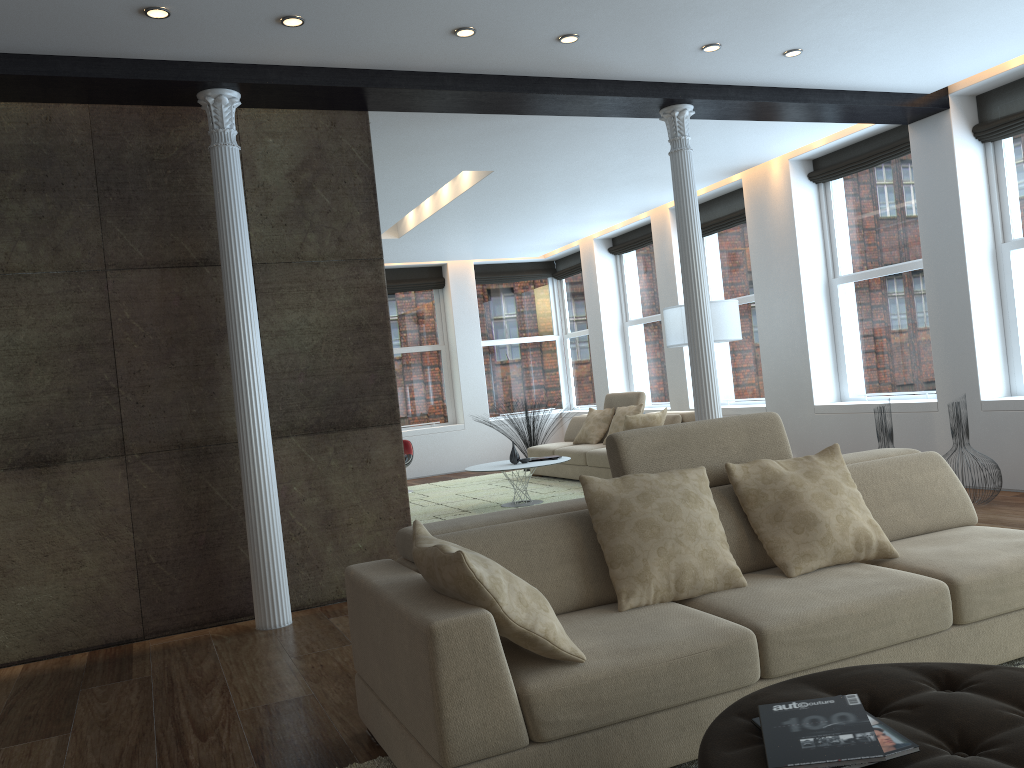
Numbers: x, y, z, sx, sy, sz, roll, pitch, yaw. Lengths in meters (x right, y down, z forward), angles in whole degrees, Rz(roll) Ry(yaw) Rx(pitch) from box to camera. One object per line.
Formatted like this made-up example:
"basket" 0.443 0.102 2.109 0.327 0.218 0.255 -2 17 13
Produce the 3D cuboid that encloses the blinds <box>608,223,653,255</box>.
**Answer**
"blinds" 1.640 -1.877 11.366 0.156 0.275 1.442 -6 0 -23

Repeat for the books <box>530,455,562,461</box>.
"books" 0.317 0.720 8.623 0.300 0.010 0.220 -6 0 -8

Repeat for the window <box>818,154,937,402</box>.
"window" 3.311 -0.976 7.836 0.123 2.400 1.391 -6 0 -23

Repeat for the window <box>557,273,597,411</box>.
"window" 4.413 -0.468 21.136 34.761 17.917 13.698 -6 0 -23

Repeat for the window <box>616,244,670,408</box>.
"window" 1.809 -0.815 11.391 0.123 2.400 1.444 -6 0 -23

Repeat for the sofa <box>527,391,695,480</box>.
"sofa" 1.122 0.588 9.978 1.018 0.950 2.581 -6 0 -23

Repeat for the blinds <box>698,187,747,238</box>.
"blinds" 2.343 -1.893 9.716 0.156 0.393 1.342 -6 0 -23

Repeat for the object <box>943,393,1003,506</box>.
"object" 3.151 0.456 6.212 0.458 0.781 0.458 -6 0 -24

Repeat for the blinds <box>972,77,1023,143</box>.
"blinds" 3.838 -2.053 6.139 0.183 0.395 1.431 -6 0 -23

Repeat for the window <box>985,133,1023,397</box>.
"window" 4.015 -1.052 6.169 0.123 2.400 1.432 -6 0 -23

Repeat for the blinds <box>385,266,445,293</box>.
"blinds" -1.656 -1.486 12.677 1.422 0.363 0.156 -6 0 -23

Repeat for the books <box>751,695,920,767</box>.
"books" 0.661 0.729 1.847 0.219 0.031 0.300 -6 0 -8

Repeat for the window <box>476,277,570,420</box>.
"window" 0.109 -0.635 13.478 1.474 2.400 0.123 -6 0 -23

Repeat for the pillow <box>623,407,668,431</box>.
"pillow" 1.299 0.460 8.956 0.518 0.393 0.395 -6 0 -26

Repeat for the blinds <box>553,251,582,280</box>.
"blinds" 0.937 -1.776 13.037 0.156 0.327 1.377 -6 0 -23

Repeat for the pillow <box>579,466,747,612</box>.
"pillow" 0.530 0.513 3.097 0.534 0.439 0.301 -6 0 -19

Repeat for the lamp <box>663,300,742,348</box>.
"lamp" 1.858 0.114 8.333 0.698 1.728 0.698 -6 0 1

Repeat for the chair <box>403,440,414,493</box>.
"chair" -1.529 0.916 10.647 0.810 0.818 0.669 -6 0 -43

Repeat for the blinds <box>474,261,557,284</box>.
"blinds" 0.018 -1.687 13.393 1.442 0.312 0.155 -6 0 -23

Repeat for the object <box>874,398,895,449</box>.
"object" 2.771 0.497 6.556 0.458 0.781 0.458 -6 0 -24

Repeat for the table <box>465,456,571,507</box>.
"table" 0.076 0.957 8.503 1.022 0.393 1.022 -6 0 21

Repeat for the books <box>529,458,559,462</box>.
"books" 0.313 0.730 8.598 0.300 0.010 0.220 -6 0 12

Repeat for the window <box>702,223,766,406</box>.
"window" 2.506 -0.890 9.739 0.123 2.400 1.345 -6 0 -23

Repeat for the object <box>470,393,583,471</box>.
"object" 0.218 0.634 11.563 1.119 1.014 1.125 -6 0 -37

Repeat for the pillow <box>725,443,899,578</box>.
"pillow" 1.108 0.463 3.329 0.519 0.416 0.368 -6 0 -18

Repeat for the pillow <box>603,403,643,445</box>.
"pillow" 1.219 0.447 9.749 0.301 0.439 0.534 -6 0 -27

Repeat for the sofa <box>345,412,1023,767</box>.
"sofa" 0.781 0.617 3.183 2.581 0.950 1.021 -6 0 -23

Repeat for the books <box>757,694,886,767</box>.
"books" 0.635 0.724 1.852 0.220 0.040 0.301 -6 0 12

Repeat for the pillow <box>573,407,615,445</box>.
"pillow" 0.965 0.485 10.319 0.368 0.416 0.519 -6 0 -28

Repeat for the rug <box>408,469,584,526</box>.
"rug" 0.005 1.172 9.500 2.972 0.020 4.231 -6 0 -23

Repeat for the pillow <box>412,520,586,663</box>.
"pillow" -0.071 0.597 2.580 0.395 0.393 0.518 -6 0 -20

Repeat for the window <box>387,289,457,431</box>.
"window" -1.585 -0.458 12.762 1.420 2.400 0.123 -6 0 -23

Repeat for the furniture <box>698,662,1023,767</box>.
"furniture" 0.917 0.881 1.776 1.057 0.355 1.057 -6 0 -21

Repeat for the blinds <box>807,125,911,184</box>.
"blinds" 3.141 -2.039 7.813 0.156 0.275 1.396 -6 0 -23

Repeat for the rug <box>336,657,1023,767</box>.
"rug" 1.735 0.983 2.141 4.231 0.020 2.972 -6 0 -23
